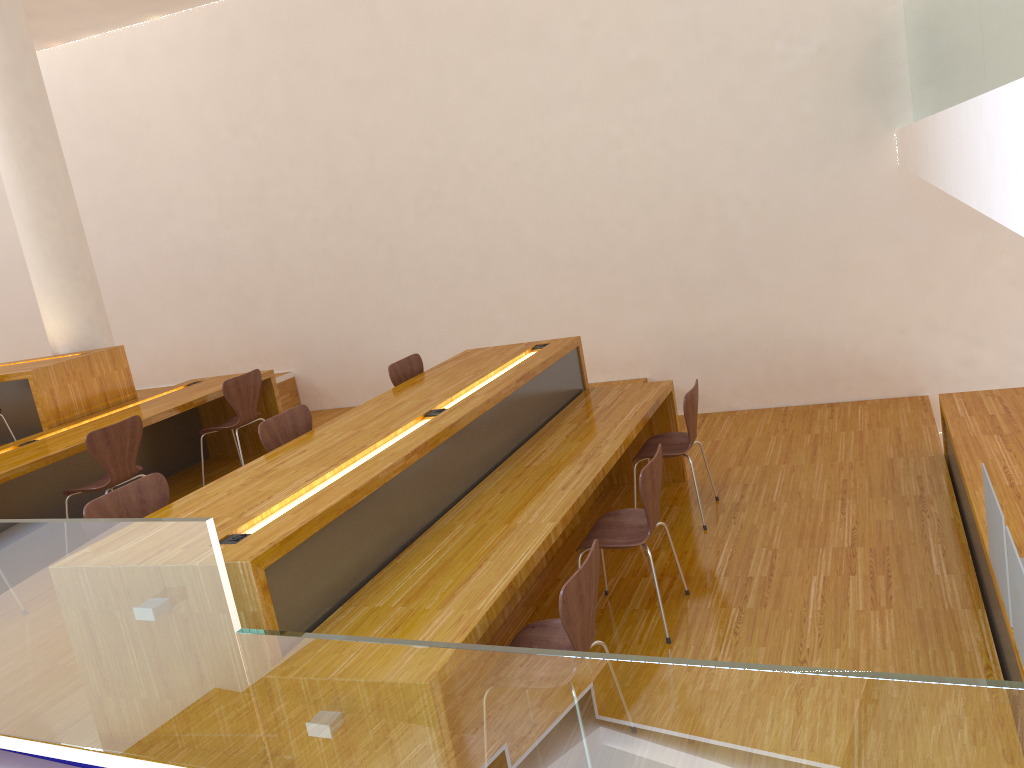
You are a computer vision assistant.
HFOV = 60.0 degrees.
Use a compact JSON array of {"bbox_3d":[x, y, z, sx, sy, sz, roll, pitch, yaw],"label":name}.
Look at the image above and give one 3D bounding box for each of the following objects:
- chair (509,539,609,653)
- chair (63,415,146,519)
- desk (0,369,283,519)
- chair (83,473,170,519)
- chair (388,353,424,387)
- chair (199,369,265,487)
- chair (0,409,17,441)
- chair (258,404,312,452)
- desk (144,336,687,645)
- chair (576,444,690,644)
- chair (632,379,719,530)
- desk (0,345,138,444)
[{"bbox_3d":[0.106,0.868,2.731,0.381,0.693,0.428,-6,12,23],"label":"chair"},{"bbox_3d":[-2.199,0.557,4.816,0.381,0.693,0.428,-6,12,23],"label":"chair"},{"bbox_3d":[-2.580,0.610,5.158,0.760,0.606,3.185,-6,12,23],"label":"desk"},{"bbox_3d":[-1.182,0.689,3.191,0.381,0.693,0.428,-6,12,23],"label":"chair"},{"bbox_3d":[-0.403,0.176,5.062,0.381,0.693,0.428,-6,12,23],"label":"chair"},{"bbox_3d":[-1.835,0.288,5.840,0.381,0.693,0.428,-6,12,23],"label":"chair"},{"bbox_3d":[-3.522,0.242,5.719,0.428,0.693,0.381,-6,12,23],"label":"chair"},{"bbox_3d":[-0.837,0.452,4.067,0.381,0.693,0.428,-6,12,23],"label":"chair"},{"bbox_3d":[-0.191,0.560,3.991,1.285,0.918,3.236,-6,12,23],"label":"desk"},{"bbox_3d":[0.452,0.631,3.607,0.381,0.693,0.428,-6,12,23],"label":"chair"},{"bbox_3d":[0.815,0.361,4.631,0.381,0.693,0.428,-6,12,23],"label":"chair"},{"bbox_3d":[-4.232,0.264,6.477,3.185,0.606,0.760,-6,12,23],"label":"desk"}]
